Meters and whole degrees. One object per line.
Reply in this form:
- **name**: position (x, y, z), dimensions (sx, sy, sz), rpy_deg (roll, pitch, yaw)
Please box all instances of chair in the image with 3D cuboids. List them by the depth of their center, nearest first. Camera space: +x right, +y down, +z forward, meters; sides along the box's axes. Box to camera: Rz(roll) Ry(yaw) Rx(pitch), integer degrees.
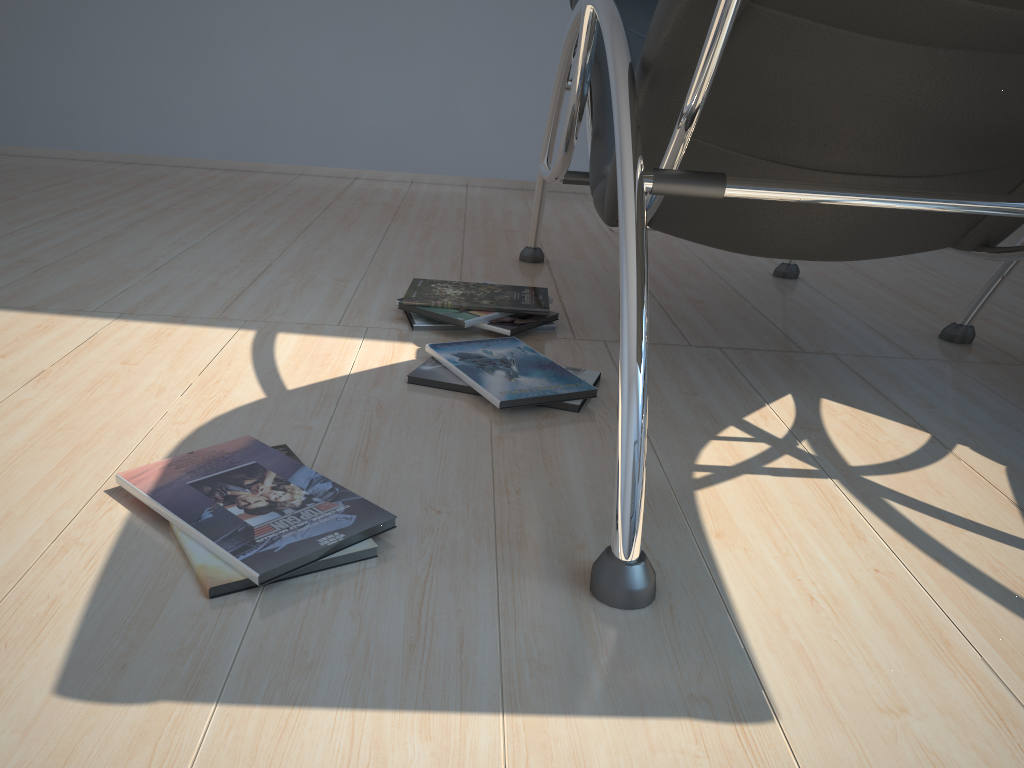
- **chair**: position (1.511, -0.351, 1.038), dimensions (0.836, 1.251, 1.938), rpy_deg (3, 20, -3)
- **chair**: position (0.510, -0.439, 1.509), dimensions (0.836, 0.953, 2.114), rpy_deg (3, 20, -3)

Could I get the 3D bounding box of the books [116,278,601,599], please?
- **books**: position (0.917, 0.505, 0.071), dimensions (1.045, 0.222, 4.790), rpy_deg (-10, 24, -34)
